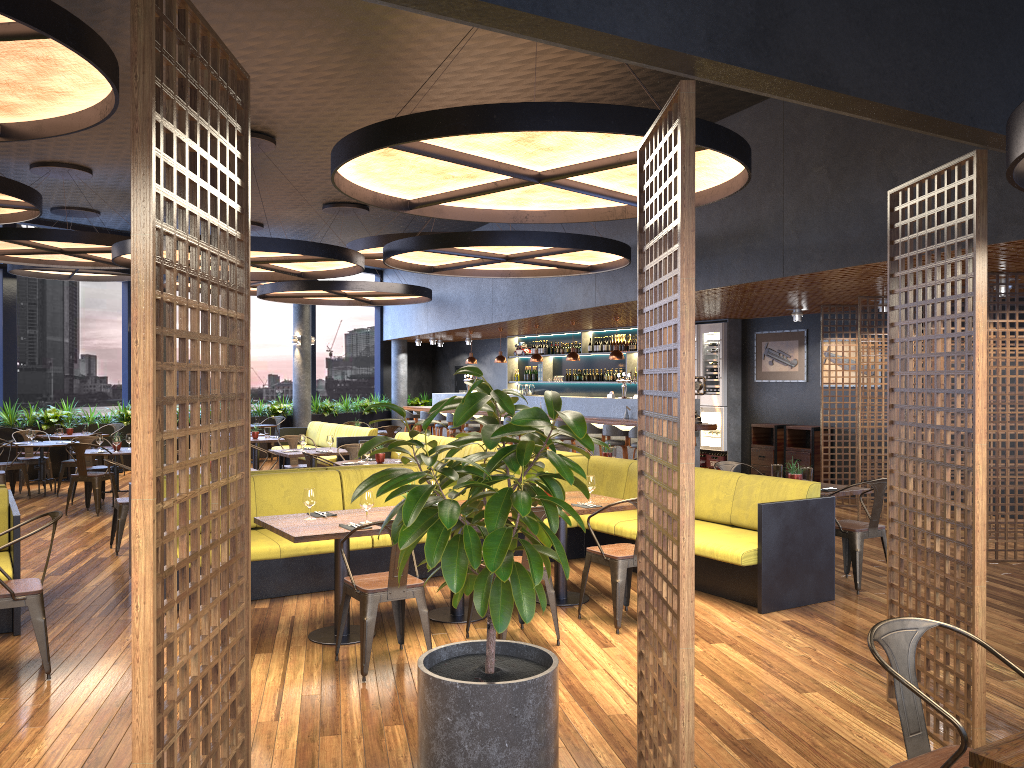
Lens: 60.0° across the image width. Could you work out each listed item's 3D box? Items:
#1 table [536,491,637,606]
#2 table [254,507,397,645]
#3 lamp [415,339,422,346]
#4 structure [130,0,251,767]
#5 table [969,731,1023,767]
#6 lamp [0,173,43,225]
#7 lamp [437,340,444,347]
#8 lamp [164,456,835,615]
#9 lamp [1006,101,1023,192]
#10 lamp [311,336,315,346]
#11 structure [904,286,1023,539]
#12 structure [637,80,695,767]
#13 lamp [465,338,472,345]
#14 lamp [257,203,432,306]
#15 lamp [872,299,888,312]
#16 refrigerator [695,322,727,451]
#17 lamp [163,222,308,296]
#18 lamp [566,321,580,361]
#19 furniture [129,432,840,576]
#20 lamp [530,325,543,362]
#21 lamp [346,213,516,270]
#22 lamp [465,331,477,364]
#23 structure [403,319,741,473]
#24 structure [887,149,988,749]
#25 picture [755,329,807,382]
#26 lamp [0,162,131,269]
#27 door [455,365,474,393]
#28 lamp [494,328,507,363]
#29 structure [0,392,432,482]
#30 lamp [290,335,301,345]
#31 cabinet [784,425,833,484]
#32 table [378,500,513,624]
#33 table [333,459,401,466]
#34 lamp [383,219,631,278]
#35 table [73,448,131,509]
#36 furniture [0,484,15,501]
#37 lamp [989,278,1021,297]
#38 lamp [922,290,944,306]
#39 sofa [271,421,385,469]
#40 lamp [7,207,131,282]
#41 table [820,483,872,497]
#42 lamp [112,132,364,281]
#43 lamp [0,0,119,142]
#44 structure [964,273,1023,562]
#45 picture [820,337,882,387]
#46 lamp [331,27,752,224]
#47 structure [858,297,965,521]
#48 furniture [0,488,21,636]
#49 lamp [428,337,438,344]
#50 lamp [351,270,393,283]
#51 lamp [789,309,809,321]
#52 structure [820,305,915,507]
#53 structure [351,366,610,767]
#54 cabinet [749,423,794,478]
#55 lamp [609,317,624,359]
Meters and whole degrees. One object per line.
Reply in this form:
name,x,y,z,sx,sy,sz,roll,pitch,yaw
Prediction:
table,0.395,1.286,6.864,0.906,0.763,0.887,0,0,-32
table,-1.147,1.291,5.914,0.906,0.763,0.887,0,0,-32
lamp,-2.321,-1.039,21.974,0.228,0.172,0.228,0,0,-31
structure,-0.875,0.340,2.498,0.050,2.700,0.852,0,0,-1
table,1.773,1.311,2.106,0.906,0.763,0.887,0,0,-32
lamp,-5.848,-2.259,8.075,2.778,1.159,2.778,0,0,-42
lamp,-1.839,-1.043,22.705,0.228,0.172,0.228,0,0,-31
lamp,1.736,0.305,8.149,9.057,2.714,3.017,0,0,-31
lamp,2.432,-1.746,2.326,1.979,2.172,1.979,0,0,14
lamp,-4.517,-0.964,19.971,0.215,0.215,0.189,0,0,37
structure,4.871,0.306,9.509,1.319,2.700,0.050,0,0,-1
structure,0.574,0.336,3.386,0.050,2.700,0.852,0,0,-1
lamp,-1.050,-1.036,21.417,0.228,0.172,0.228,0,0,-31
lamp,-2.690,-2.113,14.368,2.778,1.475,2.778,0,0,23
lamp,4.717,-0.981,11.239,0.228,0.172,0.228,0,0,-31
refrigerator,3.308,0.044,15.089,0.454,2.109,1.159,0,0,-31
lamp,-4.871,-2.299,16.014,2.778,1.159,2.778,0,0,4
lamp,1.057,-0.743,15.348,0.250,0.673,0.250,0,0,1
furniture,-1.369,1.199,9.075,4.895,0.914,7.462,0,0,-36
lamp,0.454,-0.749,16.331,0.250,0.673,0.250,0,0,1
lamp,-0.853,-2.278,12.117,2.778,1.159,2.778,0,0,19
lamp,-0.847,-0.760,18.456,0.250,0.673,0.250,0,0,-44
structure,1.160,0.269,16.405,2.700,2.700,9.298,0,0,-31
structure,2.024,0.332,4.274,0.050,2.700,0.852,0,0,-1
picture,4.216,-0.436,13.959,0.028,0.809,1.039,0,0,-31
lamp,-5.993,-2.278,11.803,2.778,1.159,2.778,0,0,36
door,-1.210,0.557,22.876,0.137,2.056,1.012,0,0,-31
lamp,-0.224,-0.754,17.438,0.250,0.673,0.250,0,0,1
structure,-6.381,0.903,17.810,0.808,1.413,17.112,0,0,33
lamp,-4.773,-0.961,19.468,0.215,0.215,0.189,0,0,19
cabinet,4.407,1.133,13.231,0.473,1.007,0.553,0,0,-31
table,-0.378,1.289,6.390,0.906,0.763,0.887,0,0,-32
table,-1.508,1.269,10.024,1.007,0.760,1.007,0,0,6
lamp,-0.055,-2.090,10.025,2.778,1.475,2.778,0,0,-27
table,-5.252,1.259,11.735,1.007,0.760,1.007,0,0,-44
furniture,-6.305,1.205,7.626,3.372,0.914,4.503,0,0,-31
lamp,4.933,-0.969,8.912,0.228,0.172,0.228,0,0,-31
lamp,4.791,-0.975,10.055,0.228,0.172,0.228,0,0,-31
sofa,-3.257,1.166,15.321,0.966,0.914,3.061,0,0,-31
lamp,-7.256,-2.353,14.750,1.979,1.093,1.979,0,0,22
table,2.488,1.282,7.794,0.887,0.763,0.906,0,0,-32
lamp,-3.121,-2.092,10.284,2.778,1.475,2.778,0,0,18
lamp,-3.285,-2.136,3.984,2.778,1.362,2.778,0,0,23
structure,4.902,0.312,8.305,1.319,2.700,0.050,0,0,-1
picture,4.893,-0.306,12.854,0.028,0.697,1.039,0,0,-31
lamp,0.188,-2.069,6.019,2.778,1.475,2.778,0,0,-31
structure,4.840,0.300,10.712,1.319,2.700,0.050,0,0,-1
furniture,-3.885,1.225,3.672,3.378,0.916,4.755,0,0,-31
lamp,-1.900,-1.035,21.253,0.228,0.172,0.228,0,0,-31
lamp,-3.271,-2.375,19.249,1.979,1.093,1.979,0,0,22
lamp,4.097,-0.989,12.729,0.228,0.172,0.228,0,0,-31
structure,4.808,0.293,11.915,1.319,2.700,0.050,0,0,-1
structure,-0.069,0.804,3.757,0.993,1.763,1.166,0,0,29
cabinet,4.044,1.130,13.824,0.473,1.007,0.553,0,0,-31
lamp,1.688,-0.738,14.317,0.250,0.673,0.250,0,0,1
